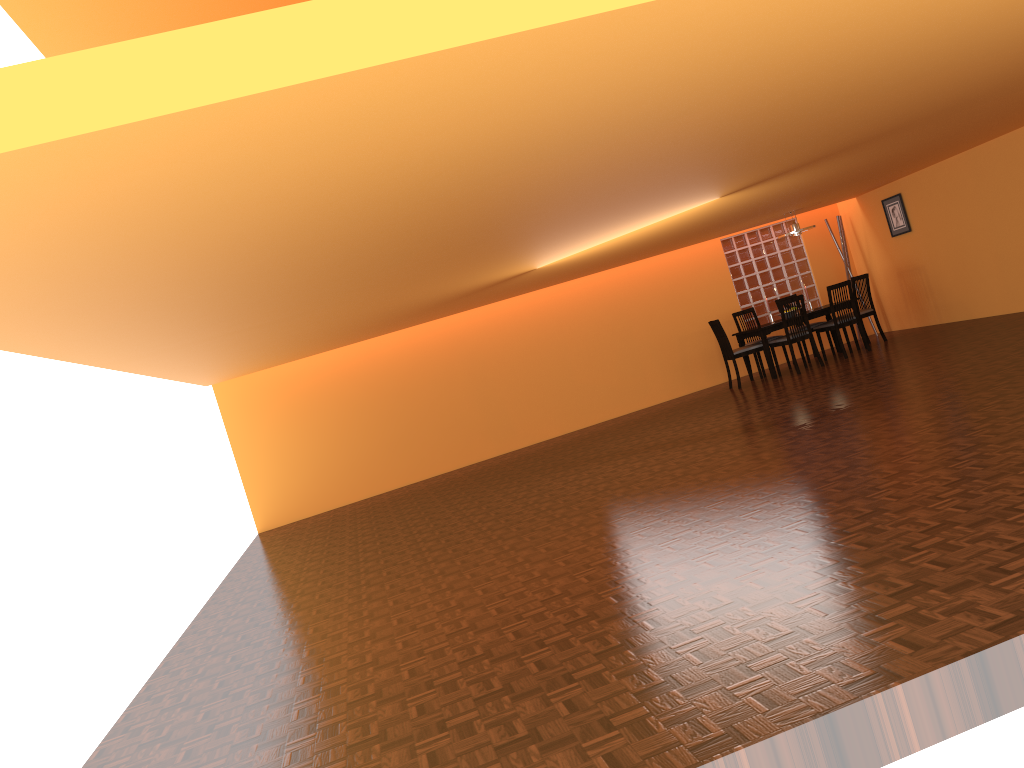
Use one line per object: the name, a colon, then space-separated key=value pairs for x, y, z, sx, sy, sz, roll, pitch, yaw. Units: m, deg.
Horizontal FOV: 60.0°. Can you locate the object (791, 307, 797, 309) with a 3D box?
object: x=3.192 y=-0.842 z=10.026 sx=0.069 sy=0.066 sz=0.069 roll=-17 pitch=1 yaw=-1

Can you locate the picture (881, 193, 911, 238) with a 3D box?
picture: x=4.452 y=-1.950 z=10.279 sx=0.014 sy=0.456 sz=0.361 roll=-17 pitch=1 yaw=-10

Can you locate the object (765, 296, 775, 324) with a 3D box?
object: x=2.866 y=-0.834 z=9.881 sx=0.044 sy=0.326 sz=0.044 roll=-17 pitch=1 yaw=-22

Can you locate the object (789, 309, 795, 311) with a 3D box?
object: x=3.157 y=-0.815 z=9.959 sx=0.066 sy=0.070 sz=0.055 roll=-18 pitch=2 yaw=-29

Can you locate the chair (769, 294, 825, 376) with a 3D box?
chair: x=3.036 y=-0.522 z=9.613 sx=0.373 sy=0.809 sz=0.465 roll=-17 pitch=1 yaw=-10

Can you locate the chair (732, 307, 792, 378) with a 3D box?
chair: x=2.900 y=-0.498 z=10.367 sx=0.373 sy=0.809 sz=0.465 roll=-17 pitch=1 yaw=-10

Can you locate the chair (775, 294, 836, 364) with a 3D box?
chair: x=3.442 y=-0.666 z=10.471 sx=0.373 sy=0.809 sz=0.465 roll=-17 pitch=1 yaw=-10

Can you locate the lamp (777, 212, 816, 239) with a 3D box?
lamp: x=3.194 y=-1.815 z=10.042 sx=0.435 sy=0.274 sz=0.435 roll=-17 pitch=1 yaw=12

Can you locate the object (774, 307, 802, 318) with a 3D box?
object: x=3.134 y=-0.787 z=10.012 sx=0.337 sy=0.072 sz=0.337 roll=-18 pitch=2 yaw=-44

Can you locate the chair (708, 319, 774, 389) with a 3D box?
chair: x=2.553 y=-0.382 z=9.908 sx=0.465 sy=0.809 sz=0.373 roll=-17 pitch=1 yaw=-5

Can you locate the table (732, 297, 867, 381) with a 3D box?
table: x=3.271 y=-0.485 z=10.014 sx=1.259 sy=0.584 sz=0.697 roll=-17 pitch=1 yaw=-10

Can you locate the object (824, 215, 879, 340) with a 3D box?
object: x=4.231 y=-1.325 z=11.046 sx=0.226 sy=1.589 sz=0.308 roll=-17 pitch=1 yaw=12

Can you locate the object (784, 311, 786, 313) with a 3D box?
object: x=3.051 y=-0.796 z=9.954 sx=0.055 sy=0.046 sz=0.046 roll=-18 pitch=1 yaw=-27

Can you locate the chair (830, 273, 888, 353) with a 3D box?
chair: x=3.929 y=-0.807 z=10.164 sx=0.465 sy=0.809 sz=0.373 roll=-17 pitch=1 yaw=-15

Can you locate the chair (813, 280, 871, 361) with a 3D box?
chair: x=3.578 y=-0.690 z=9.717 sx=0.373 sy=0.809 sz=0.465 roll=-17 pitch=1 yaw=-10

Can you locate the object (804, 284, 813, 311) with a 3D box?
object: x=3.360 y=-0.989 z=10.062 sx=0.044 sy=0.326 sz=0.044 roll=-17 pitch=1 yaw=-22
